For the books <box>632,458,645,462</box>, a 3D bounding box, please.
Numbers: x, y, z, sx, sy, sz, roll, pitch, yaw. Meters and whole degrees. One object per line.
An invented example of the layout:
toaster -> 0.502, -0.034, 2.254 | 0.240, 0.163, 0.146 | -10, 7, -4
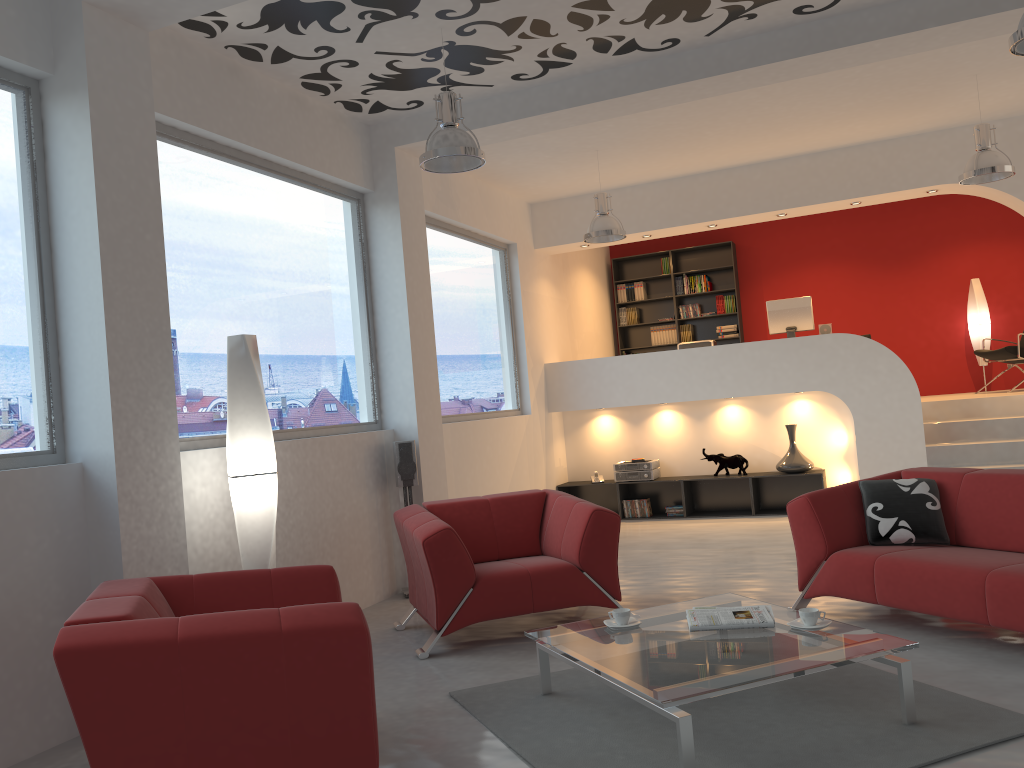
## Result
books -> 1.356, 0.814, 9.528 | 0.135, 0.015, 0.190 | -5, -2, 8

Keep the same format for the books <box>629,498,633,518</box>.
books -> 1.290, 1.329, 9.501 | 0.031, 0.190, 0.135 | -6, -2, 23

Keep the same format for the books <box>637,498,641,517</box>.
books -> 1.372, 1.321, 9.466 | 0.031, 0.190, 0.135 | -6, -2, 23

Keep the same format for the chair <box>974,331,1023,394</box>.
chair -> 5.563, -0.325, 9.697 | 0.768, 0.795, 0.664 | -5, -2, -2

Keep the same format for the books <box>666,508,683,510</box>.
books -> 1.731, 1.315, 9.361 | 0.190, 0.015, 0.135 | -6, -2, 23

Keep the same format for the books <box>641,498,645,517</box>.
books -> 1.413, 1.317, 9.448 | 0.031, 0.190, 0.135 | -6, -2, 23

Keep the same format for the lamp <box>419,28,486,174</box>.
lamp -> -0.374, -1.660, 5.108 | 0.379, 0.800, 0.379 | -4, -2, -38

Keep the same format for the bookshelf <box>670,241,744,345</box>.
bookshelf -> 2.641, -0.728, 11.820 | 0.816, 2.213, 0.305 | -6, -2, 23

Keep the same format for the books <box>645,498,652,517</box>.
books -> 1.455, 1.313, 9.431 | 0.031, 0.190, 0.135 | -6, -2, 23

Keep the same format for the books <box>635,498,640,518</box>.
books -> 1.358, 1.322, 9.472 | 0.031, 0.190, 0.135 | -6, -2, 23

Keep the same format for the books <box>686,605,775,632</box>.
books -> 0.928, 0.998, 3.793 | 0.367, 0.035, 0.345 | -5, -2, 13

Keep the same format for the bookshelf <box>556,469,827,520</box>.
bookshelf -> 1.849, 1.186, 9.343 | 2.764, 0.397, 0.405 | -6, -2, 23

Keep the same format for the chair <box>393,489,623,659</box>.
chair -> -0.035, 1.063, 5.287 | 1.288, 0.738, 0.951 | -4, -2, -17

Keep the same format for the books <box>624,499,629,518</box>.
books -> 1.248, 1.333, 9.518 | 0.031, 0.190, 0.135 | -6, -2, 23

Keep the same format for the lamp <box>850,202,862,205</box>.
lamp -> 3.370, -1.769, 8.692 | 0.105, 0.011, 0.105 | -5, -2, 12

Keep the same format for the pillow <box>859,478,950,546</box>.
pillow -> 2.108, 0.689, 4.780 | 0.402, 0.343, 0.288 | -5, -2, 15

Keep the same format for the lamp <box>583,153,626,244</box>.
lamp -> 0.790, -1.682, 7.873 | 0.379, 0.800, 0.379 | -5, -2, -6

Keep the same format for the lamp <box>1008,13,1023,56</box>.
lamp -> 2.388, -1.928, 3.943 | 0.379, 0.800, 0.379 | -5, -2, 16

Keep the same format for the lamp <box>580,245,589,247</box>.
lamp -> 0.801, -1.520, 9.776 | 0.105, 0.011, 0.105 | -6, -2, 27

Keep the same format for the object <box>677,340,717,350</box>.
object -> 2.067, -0.359, 9.779 | 0.397, 0.217, 0.458 | -6, -2, 23

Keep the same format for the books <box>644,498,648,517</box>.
books -> 1.441, 1.314, 9.437 | 0.031, 0.190, 0.135 | -6, -2, 23

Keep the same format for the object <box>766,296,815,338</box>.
object -> 2.931, -0.671, 9.326 | 0.458, 0.452, 0.230 | -6, -2, 23

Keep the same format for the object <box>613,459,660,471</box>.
object -> 1.343, 0.878, 9.559 | 0.430, 0.077, 0.349 | -6, -2, 23

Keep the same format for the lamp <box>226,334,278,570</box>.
lamp -> -1.341, 0.633, 4.623 | 0.313, 1.779, 0.313 | -5, -2, 15

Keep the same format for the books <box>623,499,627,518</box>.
books -> 1.234, 1.334, 9.524 | 0.031, 0.190, 0.135 | -6, -2, 23

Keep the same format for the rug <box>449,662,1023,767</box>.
rug -> 0.813, 1.309, 3.588 | 1.700, 0.025, 1.700 | -4, -2, -22

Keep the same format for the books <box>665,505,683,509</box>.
books -> 1.724, 1.301, 9.372 | 0.190, 0.015, 0.135 | -5, -2, 18

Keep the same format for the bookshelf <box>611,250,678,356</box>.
bookshelf -> 1.892, -0.655, 12.136 | 0.816, 2.213, 0.305 | -6, -2, 23

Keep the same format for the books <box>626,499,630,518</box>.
books -> 1.262, 1.332, 9.512 | 0.031, 0.190, 0.135 | -6, -2, 23

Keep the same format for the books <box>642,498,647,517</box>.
books -> 1.427, 1.316, 9.443 | 0.031, 0.190, 0.135 | -6, -2, 23

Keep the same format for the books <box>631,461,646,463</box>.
books -> 1.356, 0.829, 9.517 | 0.135, 0.015, 0.190 | -5, -2, 3

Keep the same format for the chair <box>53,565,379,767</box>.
chair -> -1.027, 1.091, 3.253 | 0.951, 0.738, 1.288 | -4, -2, -17

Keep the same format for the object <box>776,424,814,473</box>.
object -> 2.830, 0.650, 8.926 | 0.369, 0.481, 0.369 | -5, -2, -12

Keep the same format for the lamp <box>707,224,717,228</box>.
lamp -> 2.086, -1.644, 9.234 | 0.105, 0.011, 0.105 | -5, -2, 12

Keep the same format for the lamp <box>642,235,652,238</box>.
lamp -> 1.443, -1.582, 9.505 | 0.105, 0.011, 0.105 | -5, -2, 12

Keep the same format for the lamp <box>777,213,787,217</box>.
lamp -> 2.728, -1.706, 8.963 | 0.105, 0.011, 0.105 | -5, -2, 12

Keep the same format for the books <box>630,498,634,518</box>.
books -> 1.303, 1.328, 9.495 | 0.031, 0.190, 0.135 | -6, -2, 23

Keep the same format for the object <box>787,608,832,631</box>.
object -> 1.207, 0.952, 3.601 | 0.153, 0.069, 0.153 | -4, -2, -41

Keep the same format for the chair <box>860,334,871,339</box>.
chair -> 3.806, -0.157, 10.375 | 0.664, 0.795, 0.768 | -6, -2, 43

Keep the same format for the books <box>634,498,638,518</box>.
books -> 1.345, 1.324, 9.477 | 0.031, 0.190, 0.135 | -6, -2, 23

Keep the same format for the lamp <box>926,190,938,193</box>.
lamp -> 3.995, -1.829, 8.428 | 0.105, 0.011, 0.105 | -5, -2, 12

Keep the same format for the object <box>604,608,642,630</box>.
object -> 0.481, 1.022, 3.867 | 0.153, 0.069, 0.153 | -5, -2, -11

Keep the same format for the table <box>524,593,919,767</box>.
table -> 0.789, 1.165, 3.588 | 1.097, 0.286, 1.162 | -4, -2, -22

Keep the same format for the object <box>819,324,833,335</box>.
object -> 3.266, -0.549, 9.240 | 0.133, 0.147, 0.151 | -5, -2, 6

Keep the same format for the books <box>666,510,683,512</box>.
books -> 1.739, 1.330, 9.366 | 0.190, 0.015, 0.135 | -6, -2, 23

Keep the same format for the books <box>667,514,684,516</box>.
books -> 1.741, 1.375, 9.365 | 0.190, 0.015, 0.135 | -5, -2, 18

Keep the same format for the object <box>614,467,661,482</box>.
object -> 1.348, 0.975, 9.548 | 0.430, 0.100, 0.365 | -6, -2, 23

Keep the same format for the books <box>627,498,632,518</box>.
books -> 1.276, 1.330, 9.507 | 0.031, 0.190, 0.135 | -6, -2, 23

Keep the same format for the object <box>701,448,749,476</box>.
object -> 2.210, 0.804, 9.214 | 0.507, 0.296, 0.191 | -6, -2, 38

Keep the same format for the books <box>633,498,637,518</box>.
books -> 1.331, 1.325, 9.483 | 0.031, 0.190, 0.135 | -6, -2, 23

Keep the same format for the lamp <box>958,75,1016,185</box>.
lamp -> 3.552, -1.950, 6.708 | 0.379, 0.800, 0.379 | -5, -2, -6

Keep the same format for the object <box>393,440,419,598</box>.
object -> -0.739, 0.967, 6.417 | 0.214, 1.112, 0.229 | -5, -2, -12

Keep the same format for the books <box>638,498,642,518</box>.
books -> 1.386, 1.320, 9.460 | 0.031, 0.190, 0.135 | -6, -2, 23

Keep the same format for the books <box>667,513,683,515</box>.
books -> 1.745, 1.359, 9.364 | 0.190, 0.015, 0.135 | -6, -2, 23

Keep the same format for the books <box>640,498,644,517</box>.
books -> 1.400, 1.318, 9.454 | 0.031, 0.190, 0.135 | -6, -2, 23

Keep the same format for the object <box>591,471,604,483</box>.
object -> 0.926, 1.005, 9.641 | 0.130, 0.117, 0.146 | -5, -2, -2

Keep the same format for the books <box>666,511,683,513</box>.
books -> 1.735, 1.345, 9.368 | 0.190, 0.015, 0.135 | -6, -2, 28

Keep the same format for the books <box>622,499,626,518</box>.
books -> 1.221, 1.336, 9.530 | 0.031, 0.190, 0.135 | -6, -2, 23

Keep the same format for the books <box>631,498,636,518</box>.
books -> 1.317, 1.326, 9.489 | 0.031, 0.190, 0.135 | -6, -2, 23

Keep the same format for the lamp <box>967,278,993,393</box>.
lamp -> 5.568, -0.579, 10.542 | 0.237, 1.349, 0.237 | -6, -2, 31
